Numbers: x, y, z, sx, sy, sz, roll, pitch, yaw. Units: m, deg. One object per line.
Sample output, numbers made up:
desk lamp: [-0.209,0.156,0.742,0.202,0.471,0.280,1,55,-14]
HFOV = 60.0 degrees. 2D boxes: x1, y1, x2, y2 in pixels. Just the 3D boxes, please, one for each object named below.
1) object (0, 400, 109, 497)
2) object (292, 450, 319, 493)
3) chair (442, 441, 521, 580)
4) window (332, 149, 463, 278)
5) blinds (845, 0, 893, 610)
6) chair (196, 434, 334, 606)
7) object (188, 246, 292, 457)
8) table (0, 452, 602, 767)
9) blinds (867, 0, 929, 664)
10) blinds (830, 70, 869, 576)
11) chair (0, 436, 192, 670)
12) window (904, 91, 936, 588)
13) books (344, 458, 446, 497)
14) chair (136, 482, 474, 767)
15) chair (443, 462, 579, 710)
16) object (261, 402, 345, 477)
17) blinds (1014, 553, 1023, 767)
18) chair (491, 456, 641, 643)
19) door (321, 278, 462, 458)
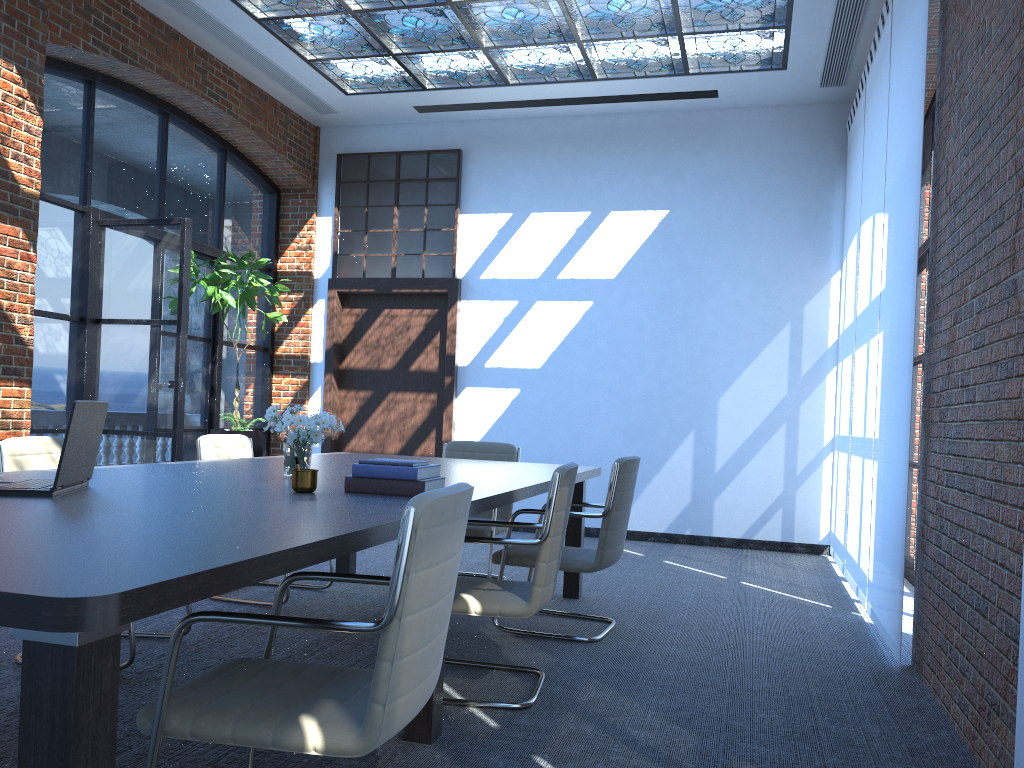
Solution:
object: [-1.457,0.185,2.709,0.323,0.283,0.390,3,-1,-12]
object: [-0.707,0.299,3.027,0.091,0.142,0.091,3,-1,-7]
chair: [-0.309,0.842,5.806,0.560,0.923,0.707,2,-1,15]
window: [-1.161,-1.675,8.870,1.328,1.292,0.059,2,0,15]
blinds: [2.361,-0.491,5.899,0.039,3.757,1.219,2,0,15]
chair: [-1.431,0.770,5.175,0.706,0.923,0.560,2,-1,15]
object: [-2.426,0.046,7.801,0.945,2.491,1.325,2,0,15]
table: [-0.900,0.791,3.656,1.809,0.809,4.508,2,-2,15]
blinds: [2.031,-0.552,4.677,0.039,3.757,1.219,2,0,15]
blinds: [2.694,-0.430,7.132,0.039,3.757,1.219,2,0,15]
chair: [-1.788,0.704,3.853,0.706,0.923,0.560,2,-1,4]
window: [2.125,-0.508,2.931,0.160,3.606,9.631,2,-2,15]
books: [-0.410,0.330,3.161,0.294,0.115,0.255,2,-2,14]
chair: [-0.483,0.696,2.193,0.706,0.923,0.560,2,-1,10]
chair: [-0.105,0.766,3.593,0.706,0.923,0.560,2,-1,9]
object: [-0.888,0.235,3.745,0.329,0.309,0.336,2,-1,26]
blinds: [1.227,-0.701,1.702,0.039,3.757,1.315,2,0,15]
chair: [0.290,0.824,4.670,0.706,0.923,0.560,2,-1,19]
door: [-1.221,0.167,8.927,1.399,2.435,0.200,2,0,15]
